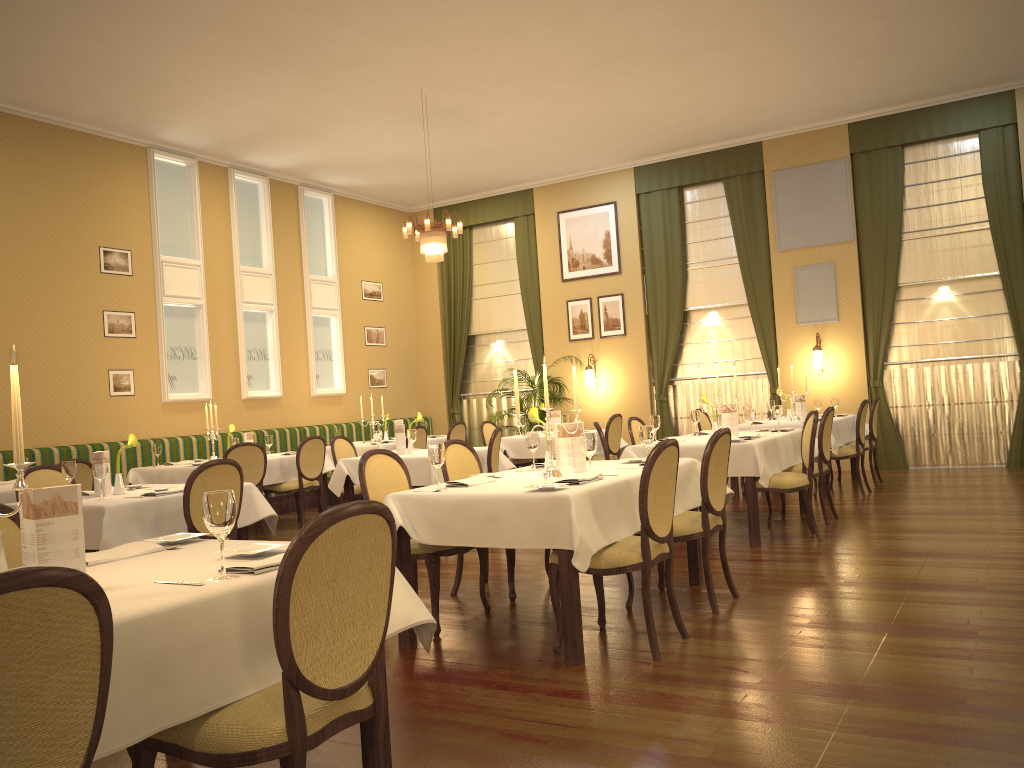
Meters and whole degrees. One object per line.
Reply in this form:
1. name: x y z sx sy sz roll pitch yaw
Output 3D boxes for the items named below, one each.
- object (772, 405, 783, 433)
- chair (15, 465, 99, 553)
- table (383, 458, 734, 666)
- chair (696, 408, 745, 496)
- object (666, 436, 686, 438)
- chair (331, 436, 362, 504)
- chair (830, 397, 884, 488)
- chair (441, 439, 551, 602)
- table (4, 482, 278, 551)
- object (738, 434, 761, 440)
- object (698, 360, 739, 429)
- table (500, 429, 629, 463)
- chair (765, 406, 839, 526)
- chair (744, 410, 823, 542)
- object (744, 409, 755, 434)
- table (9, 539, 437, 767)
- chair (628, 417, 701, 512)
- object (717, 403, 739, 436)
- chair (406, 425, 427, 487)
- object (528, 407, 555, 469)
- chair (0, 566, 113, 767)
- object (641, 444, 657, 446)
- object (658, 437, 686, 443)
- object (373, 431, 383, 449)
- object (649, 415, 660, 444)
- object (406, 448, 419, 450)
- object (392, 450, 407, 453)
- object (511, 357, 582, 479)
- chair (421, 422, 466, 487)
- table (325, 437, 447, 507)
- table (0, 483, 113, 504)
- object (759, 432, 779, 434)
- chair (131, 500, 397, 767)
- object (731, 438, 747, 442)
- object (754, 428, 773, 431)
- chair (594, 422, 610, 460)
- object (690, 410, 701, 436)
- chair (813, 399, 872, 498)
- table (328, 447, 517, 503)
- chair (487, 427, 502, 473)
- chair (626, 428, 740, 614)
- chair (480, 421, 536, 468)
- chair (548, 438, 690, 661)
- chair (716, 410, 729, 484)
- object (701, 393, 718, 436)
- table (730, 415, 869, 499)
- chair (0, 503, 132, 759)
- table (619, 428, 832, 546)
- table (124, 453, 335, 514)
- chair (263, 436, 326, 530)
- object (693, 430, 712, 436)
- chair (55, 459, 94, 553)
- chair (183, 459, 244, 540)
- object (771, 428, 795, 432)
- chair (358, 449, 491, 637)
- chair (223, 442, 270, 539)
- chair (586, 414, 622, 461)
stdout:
1. object: 2.259 0.297 7.522 0.088 0.229 0.088 -4 -1 -12
2. chair: -2.937 1.010 5.902 0.571 0.955 0.530 -5 -1 30
3. table: 0.328 0.865 4.855 1.385 0.759 2.152 -5 -1 30
4. chair: 2.348 0.732 9.763 0.571 0.955 0.530 -5 -1 30
5. object: 1.372 0.460 7.473 0.160 0.024 0.160 -5 -1 30
6. chair: -1.405 0.960 8.539 0.571 0.955 0.530 -4 -1 20
7. chair: 3.781 0.635 9.762 0.571 0.955 0.530 -5 -1 30
8. chair: -0.112 0.813 5.536 0.571 0.955 0.530 -5 -1 30
9. table: -2.327 1.058 5.542 1.389 0.759 1.395 -5 -1 32
10. object: 1.828 0.415 6.897 0.142 0.033 0.273 -5 -1 30
11. object: 1.693 0.121 7.264 0.390 0.655 0.131 -3 -1 -26
12. table: 0.559 0.963 10.501 1.389 0.759 1.395 -5 -1 32
13. chair: 2.436 0.679 7.452 0.571 0.955 0.530 -5 -1 30
14. chair: 2.042 0.691 6.686 0.571 0.955 0.530 -4 -1 10
15. object: 1.897 0.313 7.074 0.088 0.229 0.088 -3 -1 -18
16. table: -1.191 0.915 2.246 1.385 0.759 2.152 -5 -1 30
17. chair: 1.392 0.763 8.121 0.571 0.955 0.530 -5 -1 30
18. object: 1.826 0.303 7.462 0.166 0.277 0.081 -4 -1 2
19. chair: -1.341 1.005 11.003 0.571 0.955 0.530 -5 -1 30
20. object: 0.170 0.313 4.910 0.076 0.375 0.163 -3 -1 -38
21. chair: -1.010 0.793 1.530 0.571 0.955 0.530 -5 -1 30
22. object: 1.091 0.472 6.935 0.181 0.015 0.038 -5 -1 32
23. object: 1.294 0.456 7.169 0.142 0.033 0.273 -5 -1 30
24. object: -1.230 0.545 8.162 0.088 0.229 0.088 -3 -1 -18
25. object: 1.133 0.363 7.011 0.088 0.229 0.088 -4 -1 -12
26. object: -1.001 0.642 8.580 0.160 0.024 0.160 -5 -1 30
27. object: -1.110 0.641 8.332 0.142 0.033 0.273 -5 -1 30
28. object: 0.189 0.170 4.680 0.390 0.655 0.131 -3 -1 -26
29. chair: -0.889 0.989 11.714 0.571 0.955 0.530 -5 -1 30
30. table: -1.522 1.127 11.720 1.385 0.759 2.152 -5 -1 30
31. table: -4.239 1.217 7.050 1.385 0.759 2.152 -5 -1 30
32. object: 2.156 0.413 7.488 0.185 0.010 0.017 -5 -1 30
33. chair: -0.586 0.779 2.258 0.571 0.955 0.530 -5 -1 30
34. object: 1.663 0.423 6.623 0.160 0.024 0.160 -5 -1 30
35. object: 2.240 0.409 7.877 0.160 0.024 0.160 -5 -1 30
36. chair: 1.005 0.776 7.476 0.571 0.955 0.530 -4 -1 5
37. object: 1.630 0.346 7.856 0.088 0.229 0.088 -4 -1 -12
38. chair: 3.357 0.649 9.034 0.571 0.955 0.530 -5 -1 30
39. table: -0.797 1.007 8.170 1.389 0.759 1.395 -5 -1 32
40. chair: -0.346 0.876 7.887 0.571 0.955 0.530 -4 -1 10
41. chair: 0.932 0.729 4.867 0.571 0.955 0.530 -5 -1 30
42. chair: -0.051 0.915 10.862 0.571 0.955 0.530 -5 -1 30
43. chair: 0.509 0.743 4.139 0.571 0.955 0.530 -5 -1 30
44. chair: 2.736 0.719 10.431 0.571 0.955 0.530 -5 -1 30
45. object: 1.674 0.263 7.494 0.076 0.375 0.163 -3 -1 -38
46. table: 3.176 0.771 9.751 1.385 0.759 2.152 -5 -1 30
47. chair: -1.630 0.863 2.927 0.571 0.955 0.530 -5 -1 30
48. table: 1.832 0.816 7.440 1.385 0.759 2.152 -5 -1 30
49. table: -2.880 1.172 9.387 1.385 0.759 2.152 -5 -1 30
50. chair: -2.273 1.036 9.398 0.571 0.955 0.530 -5 -1 30
51. object: 1.750 0.443 8.026 0.142 0.033 0.273 -5 -1 30
52. chair: -3.637 1.081 7.055 0.571 0.955 0.530 -5 -1 30
53. chair: -1.892 0.927 5.233 0.571 0.955 0.530 -5 -1 30
54. object: 2.350 0.399 7.691 0.142 0.024 0.273 -5 -1 30
55. chair: -0.501 0.825 4.868 0.571 0.955 0.530 -5 -1 30
56. chair: -2.679 1.049 8.692 0.530 0.955 0.571 -3 -1 -35
57. chair: 0.994 0.832 10.193 0.571 0.955 0.530 -5 -1 30
